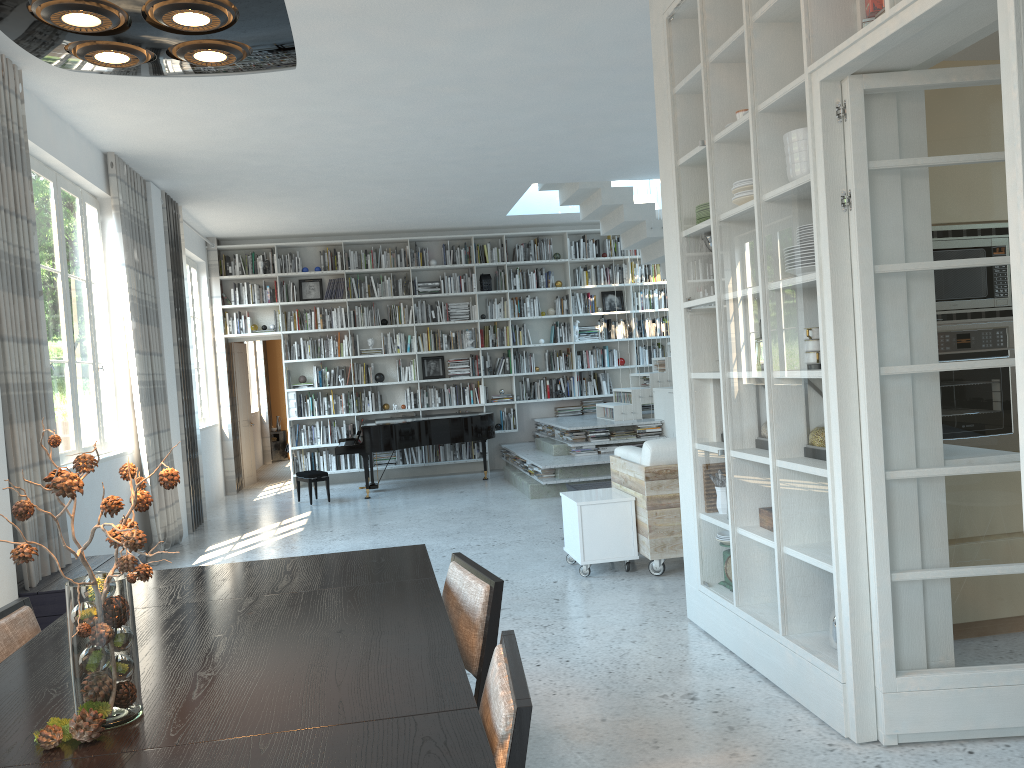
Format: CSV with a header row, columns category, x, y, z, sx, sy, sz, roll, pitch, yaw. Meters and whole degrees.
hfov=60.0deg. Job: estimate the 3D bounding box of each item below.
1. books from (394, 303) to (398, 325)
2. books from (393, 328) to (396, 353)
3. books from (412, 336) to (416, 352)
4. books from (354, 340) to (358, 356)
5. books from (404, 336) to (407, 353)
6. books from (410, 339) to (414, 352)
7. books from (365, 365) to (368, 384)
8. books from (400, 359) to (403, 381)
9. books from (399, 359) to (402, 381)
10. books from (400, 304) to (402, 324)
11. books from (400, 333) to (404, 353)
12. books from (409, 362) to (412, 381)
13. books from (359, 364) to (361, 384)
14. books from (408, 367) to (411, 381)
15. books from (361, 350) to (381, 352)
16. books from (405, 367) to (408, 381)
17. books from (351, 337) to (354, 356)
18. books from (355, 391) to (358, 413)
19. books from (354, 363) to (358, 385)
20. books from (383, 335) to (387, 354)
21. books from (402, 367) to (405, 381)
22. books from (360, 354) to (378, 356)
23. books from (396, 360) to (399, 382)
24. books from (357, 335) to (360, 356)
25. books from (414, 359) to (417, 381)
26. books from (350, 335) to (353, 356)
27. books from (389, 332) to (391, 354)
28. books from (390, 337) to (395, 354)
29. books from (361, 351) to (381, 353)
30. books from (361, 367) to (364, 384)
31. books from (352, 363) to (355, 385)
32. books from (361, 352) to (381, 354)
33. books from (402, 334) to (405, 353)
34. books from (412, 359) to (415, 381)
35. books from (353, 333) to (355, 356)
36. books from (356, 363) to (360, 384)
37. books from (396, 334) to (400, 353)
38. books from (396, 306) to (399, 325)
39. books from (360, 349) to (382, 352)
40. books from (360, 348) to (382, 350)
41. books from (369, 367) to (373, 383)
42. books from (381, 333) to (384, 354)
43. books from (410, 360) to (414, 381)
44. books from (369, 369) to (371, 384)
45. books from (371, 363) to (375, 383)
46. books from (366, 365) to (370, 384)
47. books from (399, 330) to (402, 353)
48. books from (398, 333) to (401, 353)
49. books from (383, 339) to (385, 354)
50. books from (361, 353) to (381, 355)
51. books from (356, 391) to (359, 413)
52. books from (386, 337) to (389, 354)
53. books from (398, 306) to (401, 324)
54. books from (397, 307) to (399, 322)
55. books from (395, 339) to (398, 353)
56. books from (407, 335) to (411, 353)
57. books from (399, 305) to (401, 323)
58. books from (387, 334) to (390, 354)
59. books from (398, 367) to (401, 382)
category,x,y,z,sx,sy,sz,roll,pitch,yaw
books,-1.533,-0.911,11.653,0.033,0.287,0.155,-4,2,-9
books,-1.543,-0.561,11.644,0.010,0.329,0.173,-4,2,-9
books,-1.293,-0.523,11.698,0.026,0.217,0.126,-4,2,-9
books,-2.035,-0.466,11.581,0.034,0.210,0.136,-4,2,-9
books,-1.405,-0.516,11.683,0.026,0.219,0.150,-4,2,-9
books,-1.317,-0.503,11.692,0.027,0.181,0.142,-4,2,-9
books,-1.905,-0.124,11.599,0.014,0.244,0.153,-4,2,-9
books,-1.459,-0.183,11.673,0.012,0.298,0.166,-4,2,-9
books,-1.470,-0.179,11.674,0.011,0.292,0.155,-4,2,-9
books,-1.462,-0.924,11.649,0.006,0.304,0.165,-4,2,-9
books,-1.449,-0.533,11.655,0.023,0.260,0.170,-4,2,-9
books,-1.334,-0.165,11.678,0.012,0.244,0.171,-4,2,-9
books,-1.981,-0.128,11.584,0.036,0.263,0.166,-4,2,-9
books,-1.351,-0.135,11.687,0.024,0.188,0.172,-4,1,-9
books,-1.845,-0.430,11.604,0.254,0.012,0.161,-4,1,-12
books,-1.390,-0.133,11.676,0.057,0.188,0.156,-4,2,-9
books,-2.075,-0.487,11.567,0.024,0.257,0.134,-4,2,-9
books,-2.031,0.236,11.594,0.013,0.276,0.147,-4,2,-9
books,-2.038,-0.135,11.577,0.025,0.284,0.145,-4,2,-9
books,-1.663,-0.511,11.617,0.030,0.247,0.174,-4,2,-9
books,-1.435,-0.127,11.684,0.030,0.183,0.154,-4,2,-9
books,-1.842,-0.381,11.608,0.285,0.012,0.159,-4,1,-11
books,-1.505,-0.173,11.662,0.012,0.285,0.159,-4,2,-9
books,-2.009,-0.502,11.579,0.021,0.278,0.136,-4,2,-9
books,-1.281,-0.187,11.686,0.021,0.282,0.162,-4,2,-9
books,-2.094,-0.500,11.570,0.012,0.285,0.159,-4,2,-9
books,-1.599,-0.535,11.628,0.012,0.286,0.167,-4,2,-9
books,-1.570,-0.507,11.650,0.048,0.225,0.149,-4,2,-9
books,-1.844,-0.417,11.600,0.254,0.012,0.161,-4,1,-14
books,-1.950,-0.113,11.593,0.025,0.228,0.153,-4,2,-9
books,-2.069,-0.133,11.582,0.012,0.285,0.159,-4,2,-9
books,-1.843,-0.405,11.603,0.254,0.012,0.161,-4,1,-13
books,-1.430,-0.533,11.679,0.022,0.256,0.152,-4,2,-9
books,-1.296,-0.185,11.681,0.011,0.279,0.187,-4,2,-9
books,-2.062,-0.509,11.587,0.011,0.298,0.135,-4,2,-9
books,-2.013,-0.132,11.586,0.026,0.275,0.154,-4,2,-9
books,-1.496,-0.523,11.648,0.028,0.247,0.170,-4,2,-9
books,-1.503,-0.891,11.623,0.013,0.244,0.188,-4,2,-9
books,-1.846,-0.442,11.606,0.285,0.012,0.159,-4,1,-7
books,-1.847,-0.454,11.601,0.285,0.012,0.159,-4,1,-13
books,-1.845,-0.114,11.602,0.028,0.216,0.175,-4,2,-9
books,-1.696,-0.528,11.616,0.012,0.285,0.159,-4,2,-9
books,-1.316,-0.179,11.687,0.027,0.269,0.178,-4,2,-9
books,-1.864,-0.109,11.602,0.011,0.208,0.180,-4,2,-9
books,-1.821,-0.141,11.620,0.028,0.266,0.144,-4,2,-9
books,-1.887,-0.127,11.619,0.028,0.248,0.142,-4,2,-9
books,-1.467,-0.552,11.651,0.011,0.301,0.178,-4,2,-9
books,-1.476,-0.533,11.641,0.012,0.265,0.192,-4,2,-9
books,-1.685,-0.502,11.632,0.010,0.232,0.154,-4,2,-9
books,-1.844,-0.393,11.612,0.254,0.012,0.161,-4,1,-9
books,-2.017,0.231,11.586,0.013,0.283,0.146,-4,2,-9
books,-1.641,-0.503,11.649,0.024,0.227,0.137,-4,2,-9
books,-1.482,-0.897,11.651,0.017,0.253,0.139,-4,2,-9
books,-1.497,-0.888,11.661,0.011,0.236,0.130,-4,2,-9
books,-1.524,-0.492,11.664,0.025,0.189,0.140,-4,2,-9
books,-1.359,-0.523,11.667,0.060,0.227,0.179,-4,2,-9
books,-1.472,-0.904,11.652,0.004,0.265,0.141,-4,2,-9
books,-1.617,-0.525,11.637,0.022,0.267,0.151,-4,2,-9
books,-1.483,-0.125,11.662,0.025,0.186,0.154,-4,2,-9
